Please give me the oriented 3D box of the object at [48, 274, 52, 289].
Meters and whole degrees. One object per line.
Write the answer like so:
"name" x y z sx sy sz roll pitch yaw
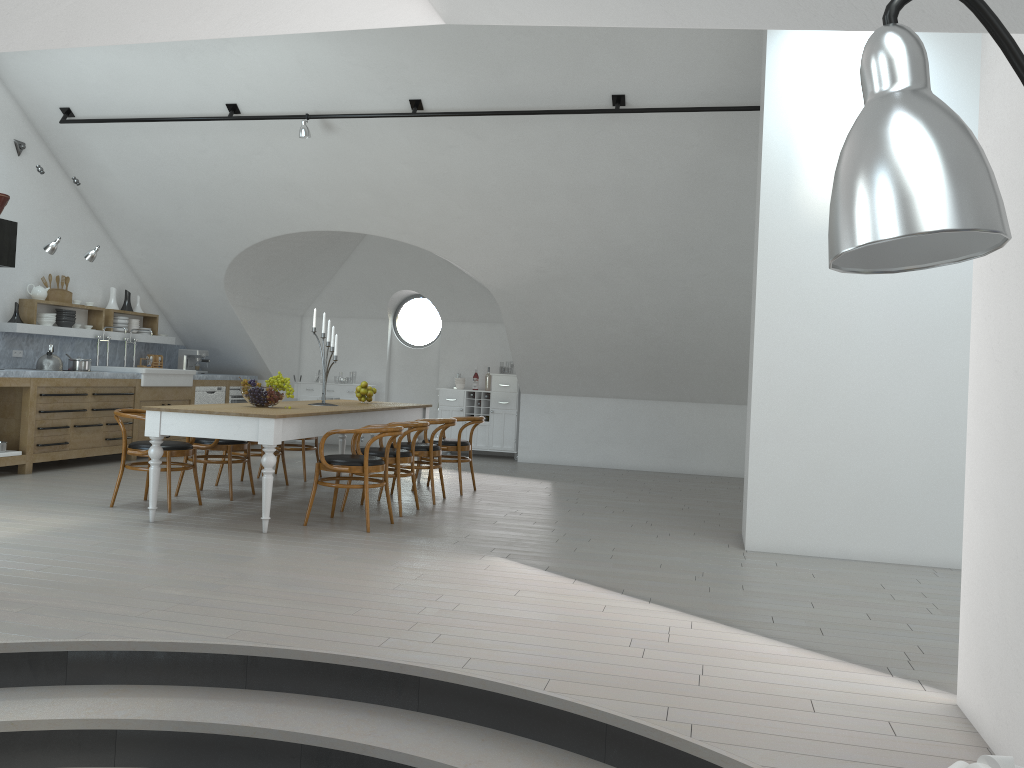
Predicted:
"object" -5.015 -1.049 9.628 0.027 0.299 0.055 3 -1 13

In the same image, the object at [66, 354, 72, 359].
"object" -4.603 -0.233 9.328 0.236 0.167 0.051 3 -1 8

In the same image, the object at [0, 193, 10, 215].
"object" -4.849 -1.641 8.185 0.366 0.237 0.347 3 0 30

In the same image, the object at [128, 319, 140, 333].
"object" -4.665 -0.715 10.916 0.154 0.160 0.157 2 -1 41

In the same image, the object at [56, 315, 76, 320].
"object" -4.935 -0.711 9.805 0.205 0.086 0.205 3 0 -35

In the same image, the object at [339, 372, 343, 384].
"object" -2.435 -0.085 12.609 0.048 0.169 0.048 3 -1 0

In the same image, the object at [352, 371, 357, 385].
"object" -2.244 -0.084 12.599 0.063 0.187 0.063 3 -1 -2

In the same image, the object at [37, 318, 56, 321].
"object" -5.006 -0.676 9.527 0.181 0.065 0.181 3 0 -40

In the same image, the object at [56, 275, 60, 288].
"object" -4.988 -1.048 9.744 0.040 0.299 0.061 3 -1 10

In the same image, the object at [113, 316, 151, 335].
"object" -4.689 -0.714 10.920 0.198 0.196 0.656 3 0 12

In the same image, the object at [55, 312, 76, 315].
"object" -4.941 -0.759 9.812 0.206 0.084 0.205 3 0 40

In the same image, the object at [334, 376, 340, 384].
"object" -2.480 -0.054 12.539 0.082 0.105 0.081 3 -1 26

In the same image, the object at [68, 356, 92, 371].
"object" -4.554 -0.205 9.398 0.232 0.170 0.394 3 0 -7

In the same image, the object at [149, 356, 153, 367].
"object" -4.561 -0.256 11.192 0.040 0.192 0.042 4 -2 -41

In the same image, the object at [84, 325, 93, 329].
"object" -4.877 -0.648 10.201 0.098 0.049 0.098 3 0 10

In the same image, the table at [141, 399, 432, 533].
"table" -1.705 0.583 7.610 1.019 0.799 3.347 3 0 13

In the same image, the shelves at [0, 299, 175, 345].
"shelves" -4.982 -1.204 8.974 0.480 1.362 5.547 3 0 7

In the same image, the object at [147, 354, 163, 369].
"object" -4.582 -0.266 11.375 0.104 0.223 0.200 3 0 13

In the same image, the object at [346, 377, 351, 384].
"object" -2.315 -0.043 12.574 0.071 0.099 0.071 2 -1 36

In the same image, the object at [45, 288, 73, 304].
"object" -4.983 -0.969 9.740 0.084 0.157 0.353 3 0 13

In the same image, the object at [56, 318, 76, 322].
"object" -4.943 -0.684 9.803 0.205 0.086 0.205 3 0 -40

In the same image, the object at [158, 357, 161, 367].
"object" -4.537 -0.256 11.400 0.040 0.192 0.042 3 -1 -27

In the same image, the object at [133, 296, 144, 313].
"object" -4.668 -0.995 11.070 0.156 0.218 0.156 3 -1 -6

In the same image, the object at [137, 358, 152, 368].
"object" -4.621 -0.240 11.155 0.100 0.171 0.173 3 0 14

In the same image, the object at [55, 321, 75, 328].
"object" -4.944 -0.657 9.803 0.205 0.072 0.205 3 0 0

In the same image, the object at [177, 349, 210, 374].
"object" -4.170 -0.292 11.752 0.387 0.320 0.324 3 0 13

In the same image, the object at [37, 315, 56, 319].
"object" -5.004 -0.700 9.530 0.181 0.069 0.181 3 0 30

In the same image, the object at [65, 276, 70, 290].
"object" -4.950 -1.046 9.836 0.039 0.298 0.067 3 -1 13

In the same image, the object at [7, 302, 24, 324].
"object" -5.111 -0.735 9.141 0.156 0.218 0.156 3 -1 -6

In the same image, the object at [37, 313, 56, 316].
"object" -5.002 -0.728 9.532 0.180 0.076 0.181 3 0 -40

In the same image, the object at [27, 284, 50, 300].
"object" -5.043 -0.974 9.436 0.174 0.169 0.168 3 0 -4

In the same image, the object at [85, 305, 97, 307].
"object" -4.864 -0.892 10.213 0.164 0.012 0.163 3 1 30

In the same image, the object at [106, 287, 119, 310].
"object" -4.769 -1.020 10.594 0.156 0.268 0.156 3 -1 1

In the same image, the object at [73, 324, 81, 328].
"object" -4.920 -0.648 10.013 0.098 0.049 0.098 3 0 10

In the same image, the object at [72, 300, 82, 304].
"object" -4.910 -0.916 10.004 0.098 0.049 0.098 3 0 10

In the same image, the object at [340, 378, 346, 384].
"object" -2.396 -0.040 12.556 0.077 0.085 0.077 3 0 0

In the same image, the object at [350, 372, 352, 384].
"object" -2.293 -0.083 12.641 0.054 0.179 0.054 3 -1 -10

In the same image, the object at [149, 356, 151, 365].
"object" -4.580 -0.253 11.196 0.023 0.196 0.018 3 -1 8

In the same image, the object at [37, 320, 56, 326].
"object" -5.007 -0.654 9.527 0.181 0.064 0.181 3 0 35

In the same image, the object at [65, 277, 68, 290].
"object" -4.959 -1.047 9.876 0.030 0.294 0.057 3 -1 13

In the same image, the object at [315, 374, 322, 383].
"object" -2.805 -0.085 12.853 0.101 0.138 0.067 3 -1 13

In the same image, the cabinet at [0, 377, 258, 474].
"cabinet" -4.726 0.431 9.310 1.004 1.022 6.424 3 0 13

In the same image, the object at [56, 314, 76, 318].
"object" -4.940 -0.733 9.807 0.205 0.072 0.205 3 0 0

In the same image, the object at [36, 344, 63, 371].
"object" -4.652 -0.271 8.931 0.246 0.268 0.246 3 0 23

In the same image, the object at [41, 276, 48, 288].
"object" -5.021 -1.032 9.592 0.016 0.259 0.199 2 -1 23

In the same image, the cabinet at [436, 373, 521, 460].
"cabinet" -0.422 0.426 12.345 1.243 1.154 0.609 3 -1 13

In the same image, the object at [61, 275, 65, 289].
"object" -4.962 -1.047 9.773 0.019 0.299 0.057 3 -1 13

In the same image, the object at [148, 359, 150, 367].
"object" -4.579 -0.244 11.169 0.019 0.179 0.044 3 -1 -22

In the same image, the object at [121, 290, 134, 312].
"object" -4.707 -1.019 10.849 0.156 0.268 0.156 3 -1 17

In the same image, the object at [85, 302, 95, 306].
"object" -4.863 -0.916 10.213 0.098 0.049 0.098 3 0 10

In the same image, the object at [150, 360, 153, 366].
"object" -4.566 -0.244 11.206 0.044 0.179 0.019 3 -1 -3

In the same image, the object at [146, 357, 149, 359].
"object" -4.608 -0.258 11.203 0.040 0.192 0.042 4 -1 -40

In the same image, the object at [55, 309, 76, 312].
"object" -4.942 -0.787 9.811 0.205 0.080 0.205 3 0 15

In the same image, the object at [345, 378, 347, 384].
"object" -2.372 -0.044 12.645 0.094 0.093 0.093 3 0 0

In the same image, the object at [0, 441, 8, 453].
"object" -4.714 0.562 8.046 0.261 0.113 0.153 3 0 12

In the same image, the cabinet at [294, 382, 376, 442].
"cabinet" -2.540 0.387 12.630 1.135 0.790 0.496 3 -1 13

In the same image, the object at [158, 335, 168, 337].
"object" -4.572 -0.624 11.501 0.213 0.025 0.213 3 0 0
